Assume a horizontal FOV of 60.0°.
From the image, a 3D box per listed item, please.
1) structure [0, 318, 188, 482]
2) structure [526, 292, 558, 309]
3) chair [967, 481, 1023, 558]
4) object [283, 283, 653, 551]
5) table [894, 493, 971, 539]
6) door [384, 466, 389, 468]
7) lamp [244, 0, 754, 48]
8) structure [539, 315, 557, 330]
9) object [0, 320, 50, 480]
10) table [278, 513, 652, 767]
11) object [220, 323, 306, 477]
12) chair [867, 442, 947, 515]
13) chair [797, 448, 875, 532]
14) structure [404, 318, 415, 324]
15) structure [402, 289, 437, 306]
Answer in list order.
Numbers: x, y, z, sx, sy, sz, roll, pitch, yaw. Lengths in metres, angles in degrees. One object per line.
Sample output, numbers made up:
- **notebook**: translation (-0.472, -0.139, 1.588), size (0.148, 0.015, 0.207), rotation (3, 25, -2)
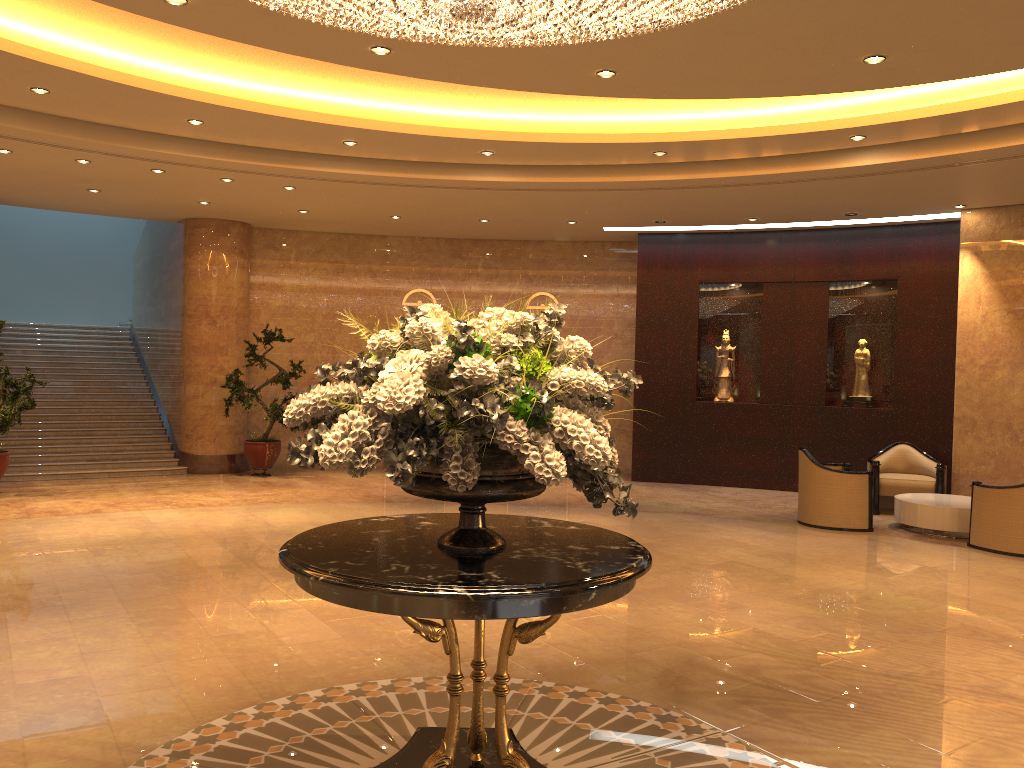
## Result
- **structure**: translation (-7.890, -1.500, 15.954), size (9.849, 5.560, 7.472), rotation (1, 1, -32)
- **structure**: translation (0.528, -1.437, 15.284), size (0.600, 0.293, 0.010), rotation (2, 1, 4)
- **chair**: translation (5.423, 1.302, 9.304), size (0.951, 0.916, 0.769), rotation (1, 1, -17)
- **object**: translation (-0.184, 0.148, 3.574), size (1.318, 0.999, 1.277), rotation (1, 1, -1)
- **table**: translation (5.156, 1.551, 10.460), size (1.196, 0.354, 1.196), rotation (1, 1, -5)
- **door**: translation (-1.640, 0.382, 15.318), size (1.070, 2.145, 0.150), rotation (1, 1, -6)
- **lamp**: translation (-0.144, -2.099, 3.606), size (3.204, 1.196, 3.206), rotation (2, 1, 5)
- **structure**: translation (0.518, -0.990, 15.295), size (0.504, 0.405, 0.012), rotation (2, 1, 4)
- **object**: translation (-6.669, 0.228, 11.452), size (1.250, 2.363, 0.843), rotation (2, 2, 39)
- **table**: translation (-0.195, 1.190, 3.628), size (1.493, 1.089, 1.493), rotation (0, 2, -38)
- **object**: translation (-3.823, 0.252, 13.718), size (1.250, 2.363, 0.843), rotation (1, 1, -10)
- **chair**: translation (5.178, 1.246, 11.692), size (0.951, 0.916, 0.769), rotation (2, 1, 18)
- **chair**: translation (3.845, 1.234, 10.678), size (0.769, 0.916, 0.951), rotation (2, 1, 3)
- **structure**: translation (-1.597, -1.042, 15.247), size (0.504, 0.405, 0.012), rotation (1, 1, -7)
- **structure**: translation (-1.585, -1.489, 15.236), size (0.600, 0.293, 0.010), rotation (1, 1, -7)
